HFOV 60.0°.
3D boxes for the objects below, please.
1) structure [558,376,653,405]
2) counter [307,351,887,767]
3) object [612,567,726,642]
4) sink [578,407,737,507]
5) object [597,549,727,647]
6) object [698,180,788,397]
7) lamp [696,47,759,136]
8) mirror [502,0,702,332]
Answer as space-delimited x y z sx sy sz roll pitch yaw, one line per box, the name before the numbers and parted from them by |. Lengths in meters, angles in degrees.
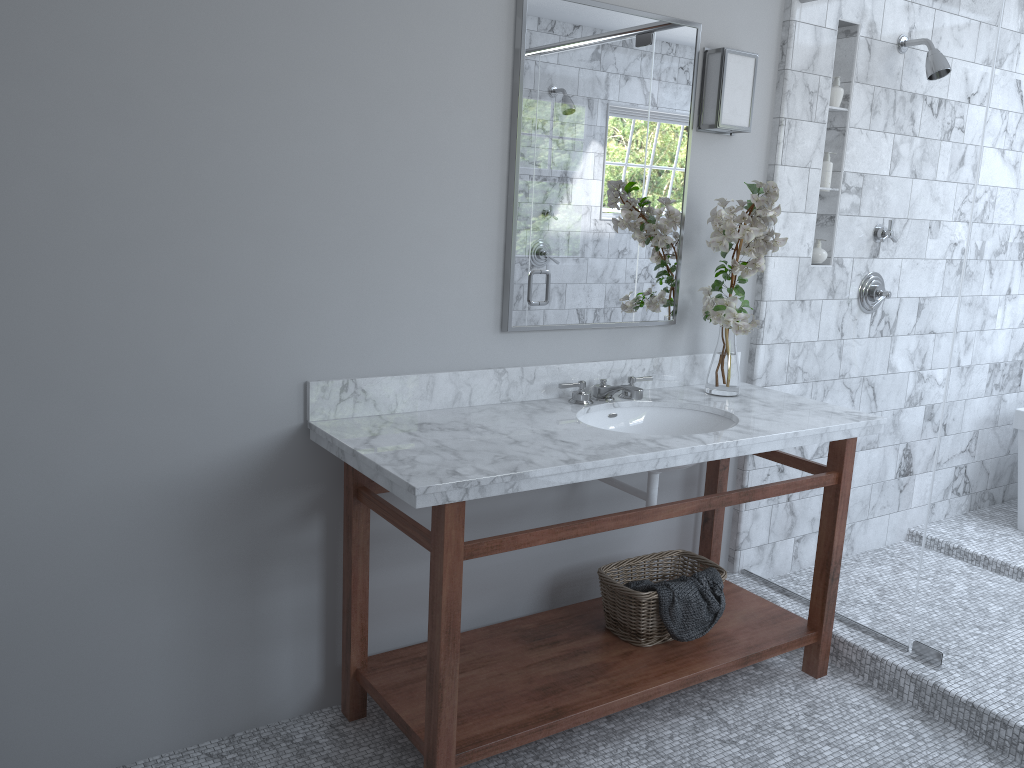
structure | 0.304 0.017 2.839 0.256 0.069 0.295 6 12 15
counter | 0.293 0.477 2.663 1.657 0.983 0.638 -5 13 -33
object | 0.511 0.683 2.800 0.302 0.213 0.322 -4 13 -32
sink | 0.410 0.246 2.679 0.517 0.270 0.494 6 12 15
object | 0.476 0.687 2.845 0.417 0.198 0.262 -5 13 -33
object | 0.739 -0.294 2.875 0.225 0.706 0.374 2 11 -3
lamp | 0.720 -0.972 2.950 0.175 0.266 0.091 -5 13 -33
mirror | 0.291 -0.660 2.771 0.694 0.977 0.030 -5 13 -33
